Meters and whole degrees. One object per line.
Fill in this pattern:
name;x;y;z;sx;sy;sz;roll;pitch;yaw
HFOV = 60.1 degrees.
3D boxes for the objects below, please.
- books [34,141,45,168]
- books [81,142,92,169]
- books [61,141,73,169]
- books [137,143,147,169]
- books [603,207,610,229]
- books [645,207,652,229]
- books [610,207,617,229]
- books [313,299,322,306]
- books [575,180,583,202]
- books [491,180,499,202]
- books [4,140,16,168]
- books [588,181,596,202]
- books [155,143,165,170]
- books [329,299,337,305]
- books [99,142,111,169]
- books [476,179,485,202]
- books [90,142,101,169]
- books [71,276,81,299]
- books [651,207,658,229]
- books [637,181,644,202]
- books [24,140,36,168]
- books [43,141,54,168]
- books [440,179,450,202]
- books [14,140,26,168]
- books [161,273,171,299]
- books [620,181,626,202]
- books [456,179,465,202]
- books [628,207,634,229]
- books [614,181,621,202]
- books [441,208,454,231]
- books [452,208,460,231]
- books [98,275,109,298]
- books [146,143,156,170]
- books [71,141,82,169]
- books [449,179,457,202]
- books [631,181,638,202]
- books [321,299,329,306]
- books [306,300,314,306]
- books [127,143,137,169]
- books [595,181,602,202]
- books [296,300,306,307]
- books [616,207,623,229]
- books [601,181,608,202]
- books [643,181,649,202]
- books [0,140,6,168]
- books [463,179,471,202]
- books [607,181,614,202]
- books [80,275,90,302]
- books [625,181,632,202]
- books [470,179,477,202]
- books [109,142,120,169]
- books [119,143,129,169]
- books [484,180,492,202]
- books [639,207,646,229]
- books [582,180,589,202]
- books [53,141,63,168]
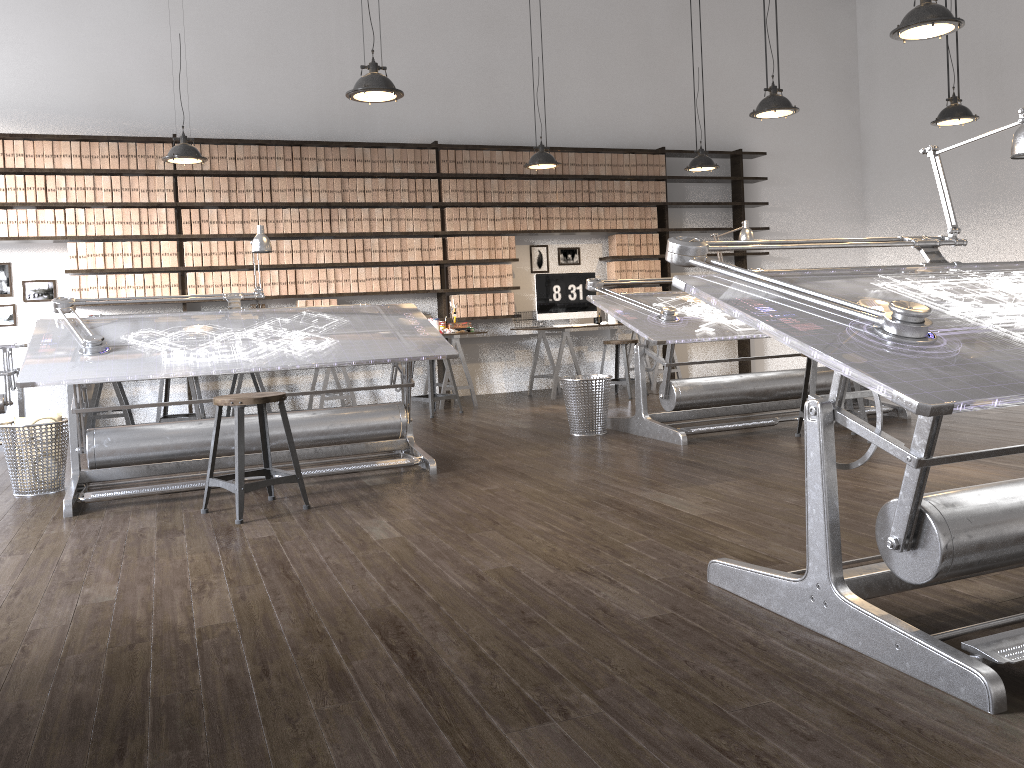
books;-3.840;-1.853;7.216;0.067;0.225;0.175;-4;3;-21
books;-3.524;-1.878;7.339;0.067;0.225;0.175;-4;3;-21
books;-3.656;-1.867;7.285;0.067;0.225;0.175;-4;3;-21
books;-3.132;-1.910;7.493;0.067;0.225;0.175;-4;3;-21
books;0.939;-1.693;9.101;0.067;0.225;0.174;-4;3;-21
books;1.386;-1.729;9.276;0.067;0.225;0.174;-4;3;-21
books;1.004;-1.698;9.125;0.067;0.225;0.175;-4;3;-21
books;-1.774;-0.652;8.044;0.067;0.225;0.174;-4;3;-21
books;0.644;-1.938;8.982;0.067;0.225;0.175;-4;3;-21
books;-0.195;-1.870;8.647;0.067;0.225;0.174;-4;3;-21
books;-4.038;-1.837;7.139;0.067;0.225;0.175;-4;3;-21
books;0.783;-1.949;9.036;0.067;0.225;0.175;-4;3;-21
books;-3.001;-1.920;7.542;0.067;0.225;0.174;-4;3;-21
books;-1.642;-0.662;8.096;0.067;0.225;0.175;-4;3;-21
books;-3.394;-1.888;7.388;0.067;0.225;0.174;-4;3;-21
books;-0.331;-1.859;8.593;0.067;0.225;0.175;-4;3;-21
books;-3.460;-1.883;7.366;0.067;0.225;0.174;-4;3;-21
books;-3.596;-0.778;7.318;0.067;0.225;0.175;-4;3;-21
books;1.453;-1.734;9.298;0.067;0.225;0.174;-4;3;-21
books;1.297;-1.991;9.237;0.067;0.225;0.175;-4;3;-21
books;-3.906;-1.847;7.190;0.067;0.225;0.174;-4;3;-21
books;-3.775;-1.857;7.235;0.067;0.225;0.175;-4;3;-21
books;-0.655;-1.833;8.468;0.067;0.225;0.174;-4;3;-21
books;-3.970;-1.842;7.160;0.067;0.225;0.174;-4;3;-21
books;-2.962;-0.830;7.574;0.067;0.225;0.175;-4;3;-21
books;1.106;-1.975;9.161;0.067;0.225;0.175;-4;3;-21
books;-0.519;-1.843;8.518;0.067;0.225;0.175;-4;3;-21
books;1.195;-1.713;9.200;0.067;0.225;0.175;-4;3;-21
books;1.045;-1.970;9.133;0.067;0.225;0.175;-4;3;-21
books;-0.621;-1.566;8.485;0.067;0.225;0.175;-4;3;-21
books;-0.561;-1.571;8.504;0.067;0.225;0.175;-4;3;-21
books;-3.409;-0.793;7.393;0.067;0.225;0.175;-4;3;-21
books;-3.067;-1.915;7.521;0.067;0.225;0.174;-4;3;-21
books;-3.588;-1.873;7.310;0.067;0.225;0.175;-4;3;-21
books;-0.586;-1.838;8.491;0.067;0.225;0.175;-4;3;-21
books;1.233;-1.985;9.208;0.067;0.225;0.175;-4;3;-21
books;-1.707;-0.657;8.066;0.067;0.225;0.174;-4;3;-21
books;-1.840;-0.646;8.018;0.067;0.225;0.175;-4;3;-21
books;-3.201;-1.904;7.465;0.067;0.225;0.175;-4;3;-21
books;0.850;-1.954;9.058;0.067;0.225;0.174;-4;3;-21
books;-1.900;-0.641;7.988;0.067;0.225;0.175;-4;3;-21
books;1.071;-1.703;9.147;0.067;0.225;0.175;-4;3;-21
books;0.915;-1.960;9.088;0.067;0.225;0.174;-4;3;-21
books;1.361;-1.996;9.264;0.067;0.225;0.174;-4;3;-21
books;-4.106;-1.831;7.106;0.067;0.225;0.175;-4;3;-21
books;-0.462;-1.848;8.545;0.067;0.225;0.175;-4;3;-21
books;0.981;-1.965;9.114;0.067;0.225;0.175;-4;3;-21
books;-3.536;-0.783;7.347;0.067;0.225;0.175;-4;3;-21
books;1.165;-1.980;9.183;0.067;0.225;0.175;-4;3;-21
books;-0.402;-1.853;8.571;0.067;0.225;0.175;-4;3;-21
books;-3.325;-1.894;7.412;0.067;0.225;0.175;-4;3;-21
books;-3.258;-1.899;7.438;0.067;0.225;0.175;-4;3;-21
books;-0.263;-1.865;8.625;0.067;0.225;0.175;-4;3;-21
books;1.320;-1.723;9.250;0.067;0.225;0.175;-4;3;-21
books;0.715;-1.943;9.004;0.067;0.225;0.175;-4;3;-21
books;-3.715;-1.863;7.264;0.067;0.225;0.175;-4;3;-21
